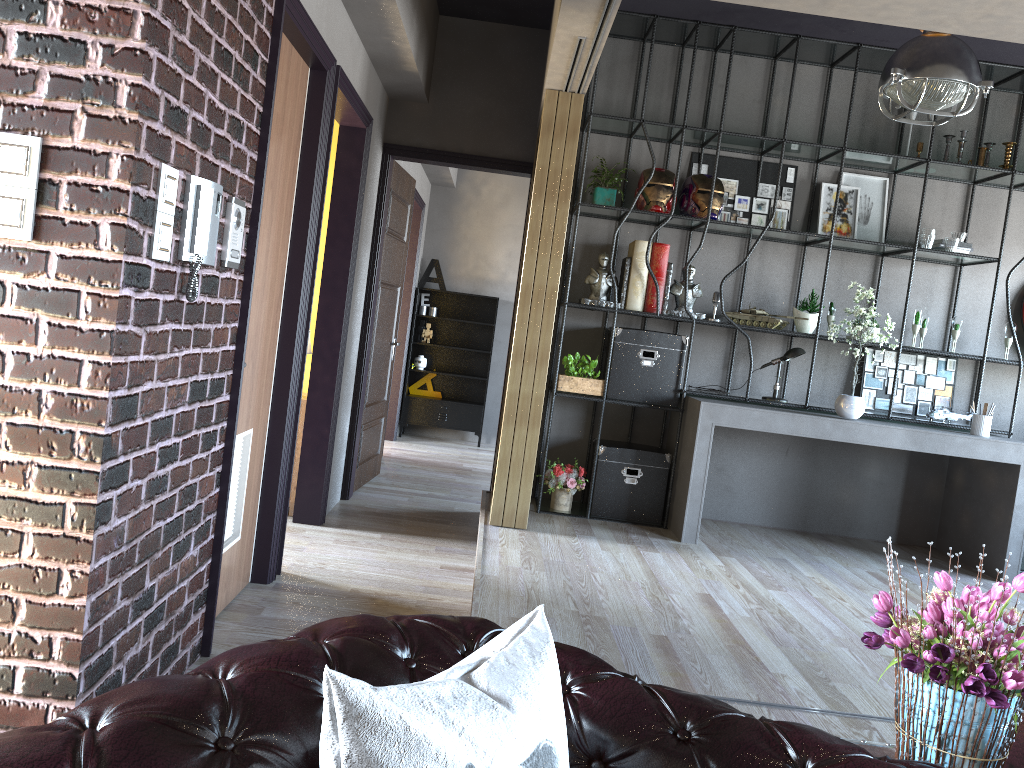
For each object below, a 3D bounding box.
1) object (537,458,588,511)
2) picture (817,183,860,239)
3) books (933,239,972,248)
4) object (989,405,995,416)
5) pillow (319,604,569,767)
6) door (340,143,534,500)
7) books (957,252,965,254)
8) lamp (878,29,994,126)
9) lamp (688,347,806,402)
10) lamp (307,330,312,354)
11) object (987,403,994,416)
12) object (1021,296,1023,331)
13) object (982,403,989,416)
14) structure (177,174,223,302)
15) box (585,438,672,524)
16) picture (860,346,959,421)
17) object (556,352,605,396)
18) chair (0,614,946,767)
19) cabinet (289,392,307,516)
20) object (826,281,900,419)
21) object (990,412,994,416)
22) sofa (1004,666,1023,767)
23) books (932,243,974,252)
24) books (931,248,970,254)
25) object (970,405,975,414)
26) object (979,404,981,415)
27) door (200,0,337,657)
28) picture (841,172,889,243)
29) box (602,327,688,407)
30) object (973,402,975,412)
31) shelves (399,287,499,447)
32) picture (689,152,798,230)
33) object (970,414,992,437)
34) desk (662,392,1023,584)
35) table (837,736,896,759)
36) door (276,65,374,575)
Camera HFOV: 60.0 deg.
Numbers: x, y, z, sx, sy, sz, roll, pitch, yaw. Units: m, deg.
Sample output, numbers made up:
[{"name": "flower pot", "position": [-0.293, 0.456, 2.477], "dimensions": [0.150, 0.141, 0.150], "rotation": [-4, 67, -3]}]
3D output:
[{"name": "object", "position": [0.328, 0.659, 5.949], "dimensions": [0.345, 0.362, 0.332], "rotation": [8, 3, 2]}, {"name": "picture", "position": [2.253, -1.171, 6.125], "dimensions": [0.267, 0.413, 0.101], "rotation": [7, 3, -1]}, {"name": "books", "position": [2.998, -0.957, 6.084], "dimensions": [0.225, 0.029, 0.179], "rotation": [7, 4, -9]}, {"name": "object", "position": [3.050, 0.216, 5.674], "dimensions": [0.062, 0.169, 0.009], "rotation": [7, 3, -2]}, {"name": "pillow", "position": [-0.072, 0.607, 1.303], "dimensions": [0.290, 0.502, 0.541], "rotation": [10, 4, 36]}, {"name": "door", "position": [-0.522, -0.400, 6.850], "dimensions": [1.150, 2.542, 1.129], "rotation": [7, 3, -1]}, {"name": "books", "position": [2.992, -0.879, 6.088], "dimensions": [0.179, 0.034, 0.243], "rotation": [6, 4, -18]}, {"name": "lamp", "position": [2.154, -1.927, 4.521], "dimensions": [0.534, 1.148, 0.516], "rotation": [6, 3, -24]}, {"name": "lamp", "position": [1.599, -0.105, 6.041], "dimensions": [0.740, 0.370, 0.204], "rotation": [9, 4, 23]}, {"name": "lamp", "position": [-1.520, 0.148, 5.813], "dimensions": [0.291, 1.044, 0.441], "rotation": [6, 4, -28]}, {"name": "object", "position": [3.051, 0.207, 5.687], "dimensions": [0.052, 0.185, 0.009], "rotation": [7, 3, 0]}, {"name": "object", "position": [3.945, -0.467, 6.218], "dimensions": [0.751, 0.739, 0.186], "rotation": [7, 3, -1]}, {"name": "object", "position": [3.034, 0.223, 5.705], "dimensions": [0.023, 0.204, 0.037], "rotation": [10, 4, 38]}, {"name": "structure", "position": [-0.951, -0.436, 2.740], "dimensions": [0.068, 0.370, 0.280], "rotation": [7, 3, -1]}, {"name": "box", "position": [0.784, 0.651, 6.044], "dimensions": [0.489, 0.480, 0.374], "rotation": [7, 3, -1]}, {"name": "picture", "position": [2.789, 0.000, 6.236], "dimensions": [0.665, 0.447, 0.051], "rotation": [7, 3, -1]}, {"name": "object", "position": [0.464, -0.073, 5.842], "dimensions": [0.304, 0.265, 0.181], "rotation": [7, 3, -1]}, {"name": "chair", "position": [-0.102, 0.900, 1.152], "dimensions": [1.246, 0.844, 1.492], "rotation": [9, 4, 29]}, {"name": "cabinet", "position": [-2.035, 0.369, 5.814], "dimensions": [1.432, 0.749, 0.409], "rotation": [7, 3, -1]}, {"name": "object", "position": [2.173, -0.207, 5.515], "dimensions": [0.398, 0.851, 0.421], "rotation": [4, 4, -45]}, {"name": "object", "position": [3.028, 0.248, 5.660], "dimensions": [0.068, 0.159, 0.009], "rotation": [8, 3, 12]}, {"name": "sofa", "position": [2.318, 1.177, 1.791], "dimensions": [2.565, 0.837, 1.240], "rotation": [7, 4, -2]}, {"name": "books", "position": [3.004, -0.931, 6.092], "dimensions": [0.243, 0.024, 0.175], "rotation": [7, 4, -5]}, {"name": "books", "position": [2.988, -0.909, 6.092], "dimensions": [0.166, 0.024, 0.227], "rotation": [6, 4, -22]}, {"name": "object", "position": [2.985, 0.227, 5.683], "dimensions": [0.137, 0.190, 0.009], "rotation": [8, 3, 2]}, {"name": "object", "position": [3.015, 0.211, 5.711], "dimensions": [0.009, 0.167, 0.061], "rotation": [8, 3, 11]}, {"name": "door", "position": [-1.100, -0.268, 3.798], "dimensions": [0.219, 2.538, 1.003], "rotation": [7, 3, -1]}, {"name": "picture", "position": [2.434, -1.201, 6.168], "dimensions": [0.332, 0.514, 0.119], "rotation": [7, 3, -1]}, {"name": "box", "position": [0.886, -0.126, 6.003], "dimensions": [0.489, 0.480, 0.374], "rotation": [7, 3, -1]}, {"name": "object", "position": [2.972, 0.216, 5.697], "dimensions": [0.046, 0.202, 0.023], "rotation": [10, 4, 35]}, {"name": "shelves", "position": [-0.702, -0.193, 9.977], "dimensions": [0.911, 1.676, 0.353], "rotation": [7, 3, -1]}, {"name": "picture", "position": [1.597, -1.320, 6.179], "dimensions": [0.749, 0.503, 0.058], "rotation": [7, 3, -1]}, {"name": "object", "position": [3.001, 0.266, 5.672], "dimensions": [0.110, 0.137, 0.110], "rotation": [8, 3, 9]}, {"name": "desk", "position": [2.150, 0.651, 5.903], "dimensions": [2.129, 0.885, 0.845], "rotation": [7, 3, -1]}, {"name": "table", "position": [0.812, 1.097, 1.761], "dimensions": [0.417, 0.609, 0.406], "rotation": [7, 3, -1]}, {"name": "door", "position": [-1.554, -0.407, 4.955], "dimensions": [1.098, 2.542, 1.151], "rotation": [7, 3, -1]}]
